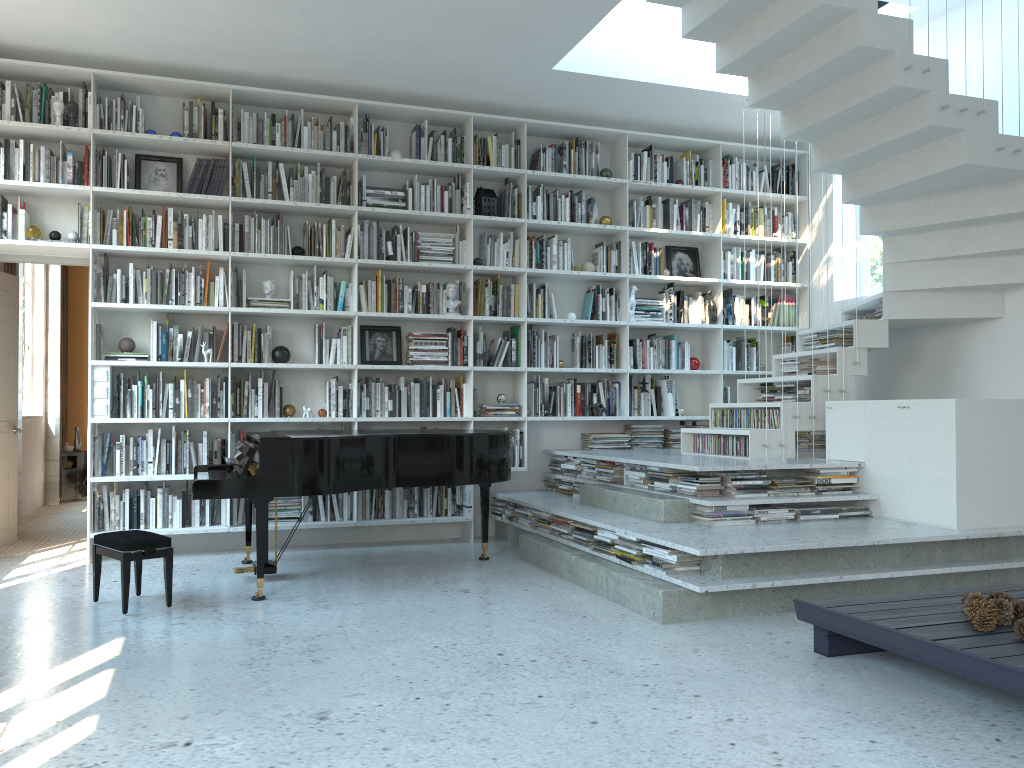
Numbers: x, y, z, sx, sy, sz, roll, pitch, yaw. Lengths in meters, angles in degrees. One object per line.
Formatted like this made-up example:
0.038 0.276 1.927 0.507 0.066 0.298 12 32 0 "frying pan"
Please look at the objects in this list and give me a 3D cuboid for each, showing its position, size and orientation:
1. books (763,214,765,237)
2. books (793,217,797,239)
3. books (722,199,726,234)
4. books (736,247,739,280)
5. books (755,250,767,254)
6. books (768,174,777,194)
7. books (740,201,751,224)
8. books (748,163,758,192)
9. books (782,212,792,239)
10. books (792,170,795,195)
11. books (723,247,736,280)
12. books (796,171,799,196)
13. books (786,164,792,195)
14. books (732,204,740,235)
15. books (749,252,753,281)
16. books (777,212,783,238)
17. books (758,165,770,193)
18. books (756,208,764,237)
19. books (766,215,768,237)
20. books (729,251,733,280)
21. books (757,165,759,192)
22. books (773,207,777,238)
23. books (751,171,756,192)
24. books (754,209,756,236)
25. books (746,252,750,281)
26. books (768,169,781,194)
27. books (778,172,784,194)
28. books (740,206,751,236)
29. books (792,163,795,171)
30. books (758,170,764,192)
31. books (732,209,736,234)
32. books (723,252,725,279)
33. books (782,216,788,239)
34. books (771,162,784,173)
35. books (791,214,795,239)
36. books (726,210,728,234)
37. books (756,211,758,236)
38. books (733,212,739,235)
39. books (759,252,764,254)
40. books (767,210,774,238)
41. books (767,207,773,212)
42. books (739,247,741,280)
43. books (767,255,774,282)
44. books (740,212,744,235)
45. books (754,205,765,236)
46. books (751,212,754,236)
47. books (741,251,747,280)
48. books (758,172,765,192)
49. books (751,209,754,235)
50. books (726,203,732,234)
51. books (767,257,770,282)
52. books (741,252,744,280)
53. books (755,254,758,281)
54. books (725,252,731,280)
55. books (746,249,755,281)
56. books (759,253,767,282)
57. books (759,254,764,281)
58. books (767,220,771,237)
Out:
2.071 -1.310 7.489 0.023 0.220 0.171 0 -1 -19 "books"
2.393 -1.305 7.598 0.011 0.216 0.170 0 -1 -19 "books"
1.703 -1.353 7.279 0.010 0.294 0.183 0 -1 -19 "books"
1.841 -0.984 7.416 0.022 0.297 0.162 0 -1 -19 "books"
2.114 -0.978 7.524 0.024 0.291 0.132 0 -1 -19 "books"
2.185 -1.663 7.531 0.024 0.193 0.186 0 -1 -19 "books"
1.934 -1.352 7.366 0.022 0.296 0.152 0 -1 -19 "books"
2.024 -1.709 7.501 0.012 0.285 0.159 0 -1 -19 "books"
2.330 -1.326 7.596 0.029 0.258 0.163 0 -1 -19 "books"
2.366 -1.688 7.607 0.014 0.248 0.185 0 -1 -19 "books"
1.806 -0.979 7.376 0.014 0.285 0.185 0 -1 -19 "books"
2.389 -1.683 7.601 0.025 0.237 0.187 0 -1 -19 "books"
2.325 -1.708 7.574 0.014 0.286 0.189 0 -1 -19 "books"
1.830 -1.336 7.337 0.023 0.263 0.158 0 -1 -19 "books"
1.961 -0.966 7.443 0.022 0.262 0.172 0 -1 -19 "books"
2.244 -1.325 7.557 0.070 0.254 0.154 0 -1 -19 "books"
2.133 -1.704 7.541 0.069 0.277 0.132 0 -1 -19 "books"
2.014 -1.323 7.418 0.042 0.242 0.248 0 -1 -19 "books"
2.099 -1.306 7.493 0.013 0.212 0.186 0 -1 -19 "books"
1.782 -0.964 7.383 0.026 0.256 0.173 0 -1 -19 "books"
2.038 -1.699 7.501 0.015 0.263 0.143 0 -1 -19 "books"
2.198 -1.342 7.546 0.023 0.287 0.163 0 -1 -19 "books"
2.000 -1.671 7.485 0.026 0.208 0.163 0 -1 -19 "books"
1.980 -1.322 7.392 0.012 0.237 0.165 0 -1 -19 "books"
1.938 -0.964 7.438 0.024 0.259 0.156 0 -1 -19 "books"
2.223 -1.689 7.562 0.068 0.247 0.160 0 -1 -19 "books"
2.267 -1.674 7.557 0.012 0.216 0.192 0 -1 -19 "books"
1.915 -1.331 7.354 0.023 0.253 0.189 0 -1 -19 "books"
2.397 -1.723 7.637 0.014 0.319 0.144 0 -1 -19 "books"
2.101 -1.684 7.533 0.010 0.235 0.131 0 -1 -19 "books"
1.776 -1.317 7.308 0.049 0.223 0.161 0 -1 -19 "books"
1.719 -0.961 7.378 0.026 0.250 0.160 0 -1 -19 "books"
2.288 -1.305 7.570 0.023 0.213 0.180 0 -1 -19 "books"
2.271 -1.721 7.583 0.014 0.313 0.161 0 -1 -19 "books"
2.363 -1.320 7.607 0.040 0.246 0.160 0 -1 -19 "books"
1.719 -1.308 7.284 0.024 0.205 0.165 0 -1 -19 "books"
1.996 -1.314 7.387 0.013 0.222 0.174 0 -1 -19 "books"
1.813 -1.302 7.314 0.024 0.193 0.190 0 -1 -19 "books"
2.097 -0.969 7.522 0.010 0.273 0.130 0 -1 -19 "books"
2.170 -1.330 7.524 0.022 0.261 0.160 0 -1 -19 "books"
2.178 -1.346 7.550 0.011 0.294 0.151 0 -1 -19 "books"
1.860 -0.982 7.411 0.012 0.292 0.165 0 -1 -19 "books"
2.167 -0.958 7.531 0.025 0.252 0.160 0 -1 -19 "books"
1.886 -1.309 7.364 0.025 0.211 0.135 0 -1 -19 "books"
2.084 -1.347 7.502 0.010 0.295 0.165 0 -1 -19 "books"
1.950 -1.306 7.375 0.014 0.206 0.184 0 -1 -19 "books"
1.912 -0.970 7.439 0.025 0.271 0.152 0 -1 -19 "books"
2.073 -1.673 7.509 0.057 0.212 0.163 0 -1 -19 "books"
1.964 -1.324 7.387 0.022 0.242 0.144 0 -1 -19 "books"
1.745 -1.337 7.285 0.026 0.263 0.189 0 -1 -19 "books"
2.138 -0.951 7.532 0.028 0.237 0.146 0 -1 -19 "books"
1.897 -0.965 7.424 0.013 0.260 0.158 0 -1 -19 "books"
2.026 -0.960 7.487 0.012 0.254 0.161 0 -1 -19 "books"
1.752 -0.961 7.360 0.023 0.247 0.182 0 -1 -19 "books"
1.984 -0.976 7.457 0.030 0.283 0.166 0 -1 -19 "books"
2.089 -0.962 7.494 0.023 0.258 0.184 0 -1 -19 "books"
2.059 -0.956 7.477 0.045 0.245 0.177 0 -1 -19 "books"
2.137 -1.290 7.532 0.034 0.182 0.156 0 -1 -19 "books"
